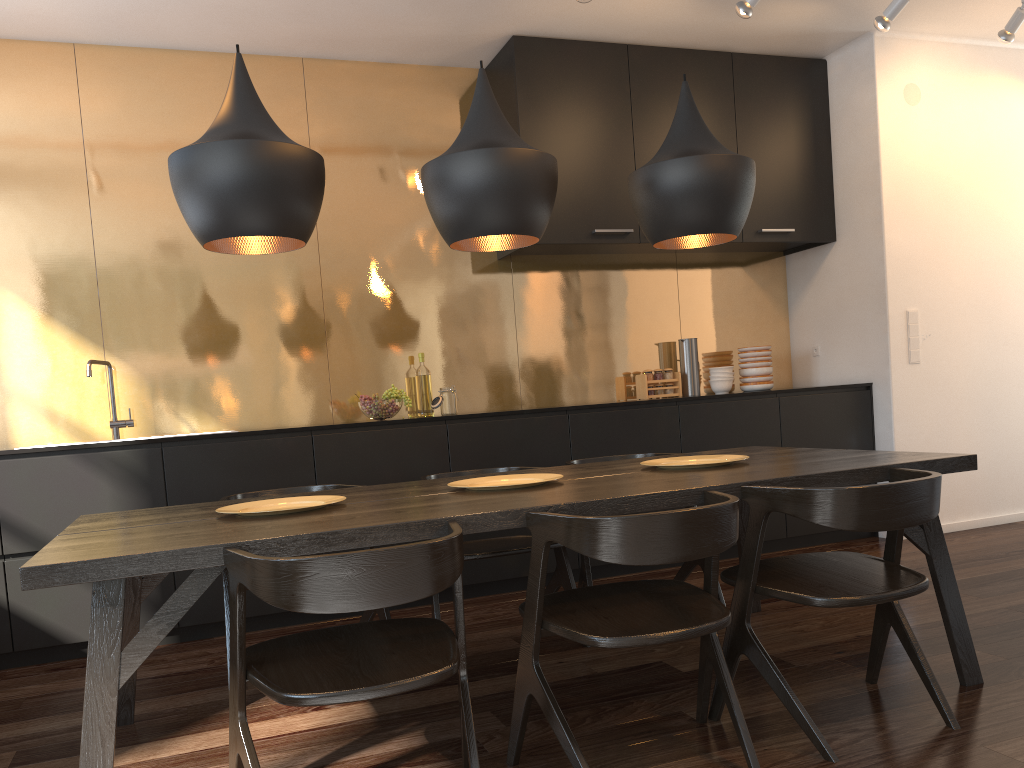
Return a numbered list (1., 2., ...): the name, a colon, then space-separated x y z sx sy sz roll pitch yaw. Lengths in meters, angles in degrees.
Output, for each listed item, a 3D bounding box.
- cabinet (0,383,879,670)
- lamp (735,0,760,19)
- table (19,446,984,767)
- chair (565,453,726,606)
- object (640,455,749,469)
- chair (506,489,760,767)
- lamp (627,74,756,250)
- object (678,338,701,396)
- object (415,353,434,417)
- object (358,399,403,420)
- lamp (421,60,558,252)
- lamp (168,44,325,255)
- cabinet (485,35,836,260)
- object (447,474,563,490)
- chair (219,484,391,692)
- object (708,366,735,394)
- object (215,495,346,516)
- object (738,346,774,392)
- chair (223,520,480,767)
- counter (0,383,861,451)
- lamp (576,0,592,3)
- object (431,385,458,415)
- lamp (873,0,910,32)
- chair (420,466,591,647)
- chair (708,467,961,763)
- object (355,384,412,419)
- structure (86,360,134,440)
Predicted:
1. cabinet: -0.403 0.616 4.537 5.053 0.903 0.732 -4 1 -20
2. lamp: 1.066 -1.706 3.764 0.251 0.240 0.085 -3 3 41
3. table: 0.035 0.647 2.698 2.495 0.681 1.107 -4 0 -20
4. chair: 0.493 0.635 3.573 0.592 0.673 0.519 -5 2 -21
5. object: 0.605 0.260 2.937 0.355 0.017 0.356 -4 -1 -17
6. chair: 0.305 0.622 2.189 0.592 0.673 0.519 -5 2 -20
7. lamp: 0.581 -0.737 2.892 0.411 0.543 0.409 -3 2 27
8. object: 1.076 -0.100 5.294 0.164 0.341 0.114 -5 3 -17
9. object: -0.474 0.003 4.738 0.092 0.340 0.091 -2 4 37
10. object: -0.637 0.128 4.313 0.219 0.097 0.218 -4 0 27
11. lamp: -0.072 -0.693 2.653 0.409 0.543 0.411 -6 2 -44
12. lamp: -0.725 -0.650 2.414 0.411 0.543 0.409 -4 2 13
13. cabinet: 0.879 -1.293 5.055 1.951 1.054 0.531 -4 2 -20
14. object: -0.019 0.302 2.709 0.354 0.017 0.356 -3 -1 -39
15. chair: -0.751 0.719 3.148 0.592 0.673 0.519 -5 2 -24
16. object: 1.257 -0.024 5.304 0.158 0.160 0.153 -4 1 8
17. object: -0.644 0.344 2.480 0.355 0.017 0.356 -4 -1 -17
18. object: 1.477 -0.091 5.359 0.198 0.265 0.197 -3 2 44
19. chair: -0.331 0.665 1.950 0.592 0.673 0.519 -5 2 -22
20. counter: -0.436 0.167 4.512 5.050 0.002 0.732 -4 -1 -20
21. lamp: 0.513 -0.848 4.281 0.089 1.852 1.828 -3 1 14
22. object: -0.347 0.085 4.617 0.176 0.152 0.088 -5 2 -43
23. lamp: 1.770 -1.753 4.023 0.085 0.240 0.251 -7 2 -44
24. chair: -0.076 0.674 3.365 0.592 0.673 0.519 -5 2 -22
25. chair: 0.878 0.584 2.398 0.592 0.673 0.519 -5 2 -22
26. object: -0.625 0.089 4.302 0.238 0.173 0.178 -4 1 -35
27. structure: -1.858 0.081 4.106 0.109 0.386 0.265 -4 2 -5
